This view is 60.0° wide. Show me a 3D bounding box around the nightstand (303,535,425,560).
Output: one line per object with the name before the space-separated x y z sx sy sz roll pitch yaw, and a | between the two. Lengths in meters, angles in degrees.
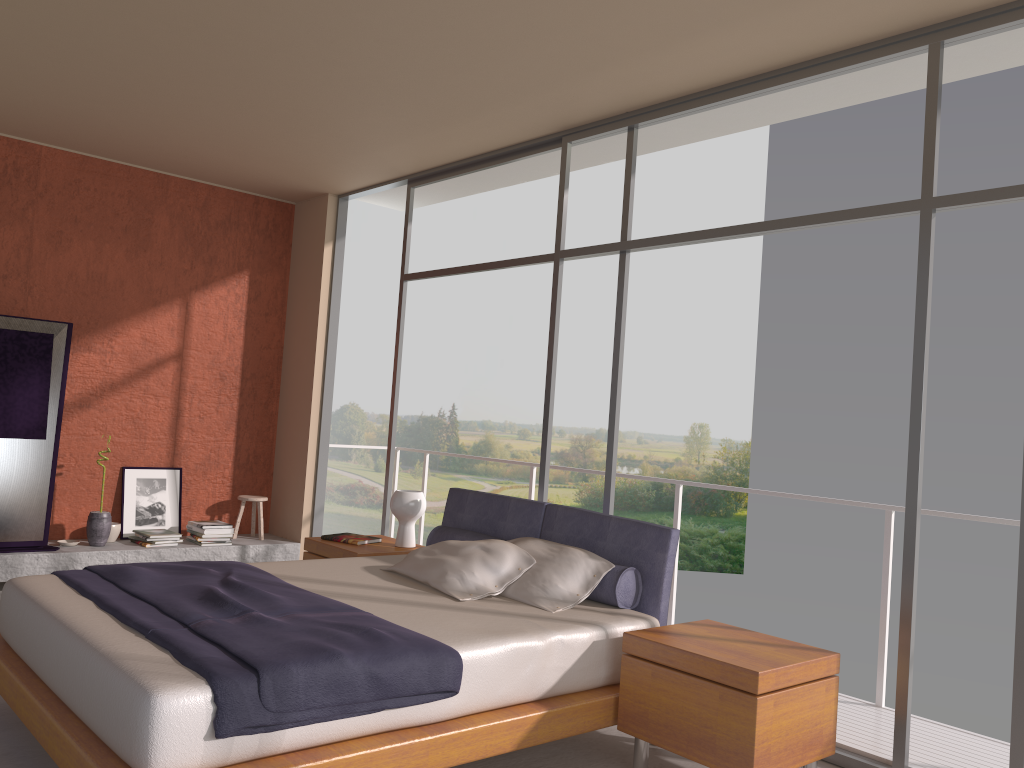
nightstand | -0.898 1.261 5.471 0.562 0.556 0.628 6 -3 -41

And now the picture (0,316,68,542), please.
picture | -3.568 0.280 5.790 1.129 1.496 0.126 6 -3 -41

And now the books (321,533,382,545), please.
books | -0.998 0.964 5.527 0.287 0.025 0.247 3 -3 30

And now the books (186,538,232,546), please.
books | -2.364 1.231 6.925 0.247 0.018 0.328 6 -3 -39

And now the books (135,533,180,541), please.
books | -2.672 1.149 6.683 0.247 0.025 0.287 6 -3 -39

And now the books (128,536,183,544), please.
books | -2.685 1.170 6.691 0.328 0.018 0.247 2 -3 33

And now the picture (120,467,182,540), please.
picture | -2.817 0.929 6.941 0.458 0.550 0.117 6 -3 -41

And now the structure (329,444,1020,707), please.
structure | 1.212 1.081 4.722 0.728 1.005 7.689 6 -3 -41

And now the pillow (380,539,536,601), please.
pillow | -0.283 0.884 4.366 0.431 0.264 0.869 6 -3 -33

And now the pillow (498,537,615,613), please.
pillow | 0.092 0.895 4.219 0.400 0.265 0.791 6 -3 -38

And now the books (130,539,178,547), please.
books | -2.691 1.192 6.675 0.247 0.025 0.287 6 -4 -44

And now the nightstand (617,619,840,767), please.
nightstand | 0.841 1.296 3.484 0.562 0.556 0.628 6 -3 -41

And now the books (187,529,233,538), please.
books | -2.359 1.164 6.928 0.247 0.027 0.328 6 -3 -39

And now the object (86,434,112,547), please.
object | -2.975 0.769 6.438 0.165 0.810 0.165 5 -3 -18

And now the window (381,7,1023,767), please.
window | 1.108 0.070 4.355 0.075 3.133 6.106 6 -3 -41

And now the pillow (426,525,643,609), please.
pillow | 0.062 0.917 4.556 0.205 0.201 1.470 6 -3 -41

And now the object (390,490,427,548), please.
object | -0.643 0.826 5.444 0.224 0.338 0.224 5 -3 -30

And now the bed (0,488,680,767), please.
bed | -0.733 1.010 3.880 2.462 0.959 2.017 6 -3 -41

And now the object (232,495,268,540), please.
object | -2.136 1.102 7.308 0.260 0.349 0.257 3 -3 18

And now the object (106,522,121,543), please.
object | -3.024 1.111 6.627 0.179 0.137 0.180 5 -3 -29

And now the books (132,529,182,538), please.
books | -2.674 1.128 6.687 0.247 0.018 0.328 6 -3 -44

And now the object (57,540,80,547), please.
object | -3.174 1.145 6.344 0.152 0.040 0.152 4 -3 -6

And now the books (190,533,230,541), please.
books | -2.352 1.192 6.911 0.247 0.025 0.287 5 -3 -30

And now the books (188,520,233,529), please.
books | -2.359 1.100 6.936 0.247 0.025 0.287 6 -3 -41

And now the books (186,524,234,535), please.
books | -2.357 1.132 6.930 0.247 0.038 0.319 6 -3 -44

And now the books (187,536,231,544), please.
books | -2.367 1.213 6.931 0.247 0.018 0.287 6 -3 -41
